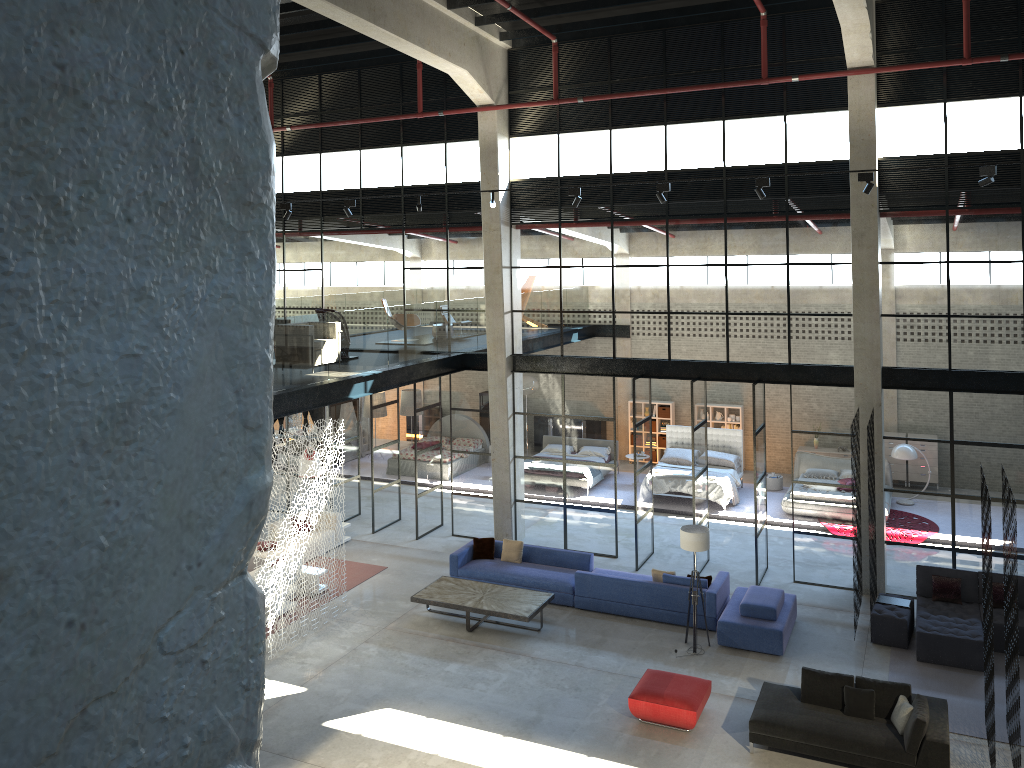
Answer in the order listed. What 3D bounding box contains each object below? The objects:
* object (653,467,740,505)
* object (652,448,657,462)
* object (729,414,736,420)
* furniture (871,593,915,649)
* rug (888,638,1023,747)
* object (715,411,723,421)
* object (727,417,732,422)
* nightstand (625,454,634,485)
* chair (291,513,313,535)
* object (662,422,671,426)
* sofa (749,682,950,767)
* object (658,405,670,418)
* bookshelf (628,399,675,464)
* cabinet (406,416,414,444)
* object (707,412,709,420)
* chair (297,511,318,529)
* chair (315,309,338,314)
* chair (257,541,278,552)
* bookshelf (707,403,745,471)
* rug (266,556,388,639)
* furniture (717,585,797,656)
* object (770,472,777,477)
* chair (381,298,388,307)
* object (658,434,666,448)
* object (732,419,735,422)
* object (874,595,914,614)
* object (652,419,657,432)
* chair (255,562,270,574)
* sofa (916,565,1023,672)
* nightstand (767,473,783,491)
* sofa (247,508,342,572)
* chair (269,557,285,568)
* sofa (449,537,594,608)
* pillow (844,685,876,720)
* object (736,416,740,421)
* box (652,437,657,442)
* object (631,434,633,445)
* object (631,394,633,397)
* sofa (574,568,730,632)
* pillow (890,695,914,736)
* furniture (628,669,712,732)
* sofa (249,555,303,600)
[{"bbox_3d":[4.118,2.345,20.414,2.281,0.658,0.656,3,5,28],"label":"object"},{"bbox_3d":[3.890,1.974,24.379,0.323,0.297,0.326,1,5,25],"label":"object"},{"bbox_3d":[5.896,0.898,23.494,0.174,0.169,0.175,-1,4,-7],"label":"object"},{"bbox_3d":[5.755,3.559,13.256,0.509,0.454,0.967,2,7,30],"label":"furniture"},{"bbox_3d":[6.809,4.053,11.257,3.629,0.020,2.669,3,9,25],"label":"rug"},{"bbox_3d":[5.567,0.857,23.554,0.166,0.251,0.166,-2,2,-20],"label":"object"},{"bbox_3d":[5.796,0.943,23.390,0.116,0.112,0.116,1,5,28],"label":"object"},{"bbox_3d":[3.147,2.155,21.948,0.601,0.699,0.605,-1,3,-3],"label":"nightstand"},{"bbox_3d":[-4.193,2.805,17.550,0.412,0.335,0.257,-4,4,-32],"label":"chair"},{"bbox_3d":[4.268,1.110,24.226,0.260,0.133,0.058,2,2,25],"label":"object"},{"bbox_3d":[3.903,3.967,10.185,2.106,0.560,1.089,3,7,25],"label":"sofa"},{"bbox_3d":[4.237,0.764,24.212,0.323,0.297,0.326,1,5,25],"label":"object"},{"bbox_3d":[3.885,1.359,24.395,1.240,1.757,0.330,0,1,25],"label":"bookshelf"},{"bbox_3d":[-2.744,1.328,27.460,1.040,1.160,0.451,1,1,25],"label":"cabinet"},{"bbox_3d":[5.283,0.862,23.716,0.100,0.203,0.100,-2,2,-37],"label":"object"},{"bbox_3d":[-4.127,2.775,17.744,0.381,0.337,0.254,-4,4,-31],"label":"chair"},{"bbox_3d":[-3.614,-1.018,17.691,0.687,0.986,0.831,-1,3,-5],"label":"chair"},{"bbox_3d":[-4.598,3.034,16.507,0.415,0.107,0.409,-3,8,-19],"label":"chair"},{"bbox_3d":[5.591,1.442,23.601,1.240,1.757,0.330,0,1,25],"label":"bookshelf"},{"bbox_3d":[-4.302,3.641,15.439,2.647,0.020,3.658,3,9,25],"label":"rug"},{"bbox_3d":[3.758,3.486,13.395,0.949,0.553,1.549,2,8,25],"label":"furniture"},{"bbox_3d":[6.345,2.201,21.301,0.168,0.090,0.169,4,8,38],"label":"object"},{"bbox_3d":[-2.624,-1.571,21.331,0.979,1.027,0.793,-4,4,-36],"label":"chair"},{"bbox_3d":[4.241,1.577,24.213,0.323,0.297,0.326,1,5,25],"label":"object"},{"bbox_3d":[5.897,0.973,23.343,0.065,0.063,0.066,-2,4,-17],"label":"object"},{"bbox_3d":[5.823,3.357,13.379,0.518,0.099,0.303,4,9,30],"label":"object"},{"bbox_3d":[3.883,1.148,24.380,0.323,0.297,0.326,1,5,25],"label":"object"},{"bbox_3d":[-4.252,3.203,14.757,0.269,0.317,0.396,0,5,12],"label":"chair"},{"bbox_3d":[7.892,3.464,12.206,4.150,0.868,1.839,3,7,25],"label":"sofa"},{"bbox_3d":[6.295,2.386,21.354,0.579,0.298,0.483,2,6,22],"label":"nightstand"},{"bbox_3d":[-4.312,3.069,17.102,0.942,0.666,2.164,2,8,25],"label":"sofa"},{"bbox_3d":[-4.091,3.164,15.015,0.268,0.321,0.398,1,5,27],"label":"chair"},{"bbox_3d":[0.173,3.272,15.386,2.336,0.603,1.062,3,7,25],"label":"sofa"},{"bbox_3d":[4.040,3.698,10.197,0.343,0.307,0.188,1,3,23],"label":"pillow"},{"bbox_3d":[6.047,0.923,23.423,0.142,0.137,0.142,3,6,43],"label":"object"},{"bbox_3d":[3.901,1.536,24.429,0.213,0.108,0.132,2,6,25],"label":"box"},{"bbox_3d":[3.527,1.545,24.549,0.323,0.297,0.326,1,5,25],"label":"object"},{"bbox_3d":[3.467,0.365,24.730,0.233,0.151,0.053,1,2,23],"label":"object"},{"bbox_3d":[2.291,3.322,14.376,2.336,0.721,1.061,3,6,25],"label":"sofa"},{"bbox_3d":[4.411,3.730,9.897,0.208,0.315,0.343,-1,4,4],"label":"pillow"},{"bbox_3d":[2.003,3.969,11.057,0.855,0.375,0.861,2,7,25],"label":"furniture"},{"bbox_3d":[-4.487,3.444,14.481,0.948,0.667,2.155,2,8,25],"label":"sofa"}]
